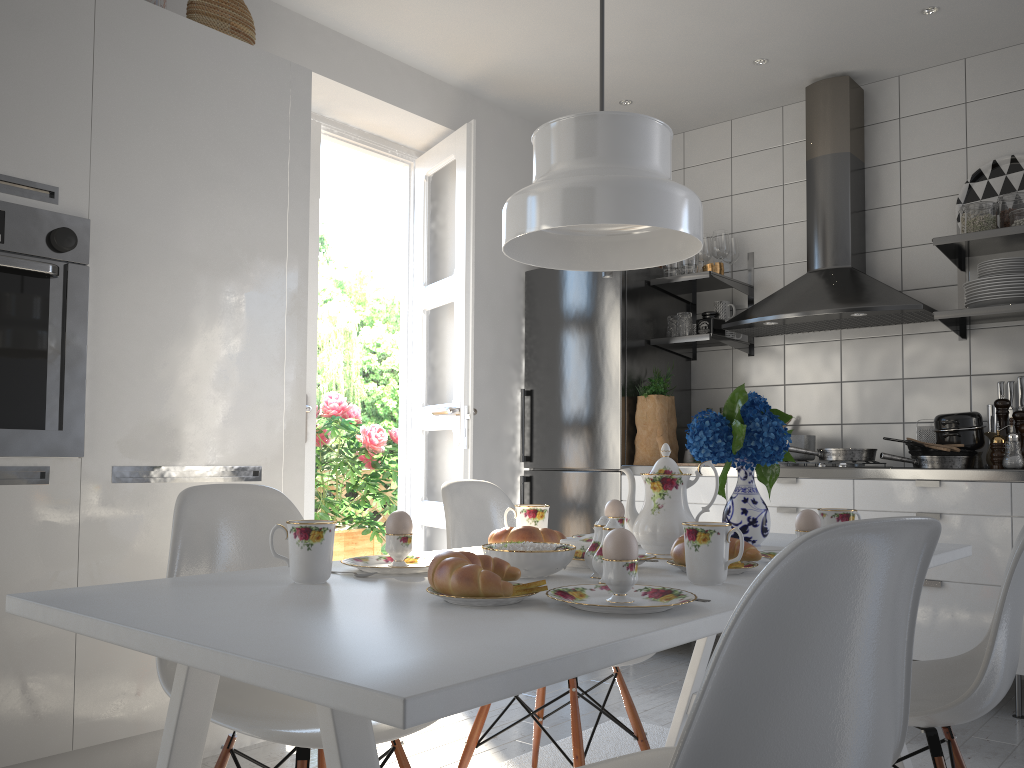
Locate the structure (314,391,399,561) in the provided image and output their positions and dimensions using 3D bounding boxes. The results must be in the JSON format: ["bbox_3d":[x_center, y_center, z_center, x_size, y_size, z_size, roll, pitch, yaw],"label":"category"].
[{"bbox_3d":[-1.175,0.687,5.554,1.263,1.277,1.177,-3,-5,41],"label":"structure"}]

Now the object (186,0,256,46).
[{"bbox_3d":[-0.873,-1.212,2.676,0.091,0.451,0.230,-2,-4,41],"label":"object"}]

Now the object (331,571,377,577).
[{"bbox_3d":[-0.274,0.312,1.471,0.140,0.011,0.032,-3,-6,37],"label":"object"}]

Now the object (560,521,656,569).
[{"bbox_3d":[0.158,0.292,1.620,0.187,0.083,0.140,-3,-6,40],"label":"object"}]

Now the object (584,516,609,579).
[{"bbox_3d":[0.153,0.270,1.470,0.069,0.102,0.065,-2,-4,40],"label":"object"}]

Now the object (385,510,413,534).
[{"bbox_3d":[-0.198,0.254,1.558,0.048,0.063,0.048,-3,-5,44],"label":"object"}]

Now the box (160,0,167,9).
[{"bbox_3d":[-1.046,-1.083,2.559,0.081,0.110,0.081,3,-4,-35],"label":"box"}]

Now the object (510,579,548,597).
[{"bbox_3d":[-0.007,0.280,1.210,0.109,0.036,0.070,1,-4,-2],"label":"object"}]

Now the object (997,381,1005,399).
[{"bbox_3d":[1.969,0.046,3.565,0.028,0.114,0.019,-2,-3,36],"label":"object"}]

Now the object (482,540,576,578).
[{"bbox_3d":[0.028,0.292,1.483,0.158,0.058,0.158,-2,-5,30],"label":"object"}]

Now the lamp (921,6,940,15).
[{"bbox_3d":[1.587,-1.427,3.362,0.064,0.030,0.064,-2,-5,33],"label":"lamp"}]

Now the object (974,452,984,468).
[{"bbox_3d":[1.854,0.304,3.550,0.066,0.067,0.053,0,-4,1],"label":"object"}]

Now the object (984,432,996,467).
[{"bbox_3d":[1.923,0.259,3.468,0.115,0.144,0.128,1,-4,-11],"label":"object"}]

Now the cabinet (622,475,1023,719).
[{"bbox_3d":[1.934,0.749,3.191,3.241,0.793,0.663,-4,-5,40],"label":"cabinet"}]

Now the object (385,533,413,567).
[{"bbox_3d":[-0.199,0.291,1.556,0.048,0.057,0.048,1,-4,-9],"label":"object"}]

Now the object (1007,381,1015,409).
[{"bbox_3d":[1.995,0.045,3.543,0.028,0.114,0.019,-2,-3,36],"label":"object"}]

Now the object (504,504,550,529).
[{"bbox_3d":[0.040,0.313,1.935,0.078,0.095,0.091,-2,-5,39],"label":"object"}]

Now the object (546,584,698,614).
[{"bbox_3d":[0.145,0.288,1.181,0.201,0.016,0.201,4,-6,-35],"label":"object"}]

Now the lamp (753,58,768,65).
[{"bbox_3d":[1.066,-1.393,3.803,0.064,0.030,0.064,-2,-5,33],"label":"lamp"}]

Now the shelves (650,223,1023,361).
[{"bbox_3d":[1.753,-0.453,3.569,2.542,0.511,0.427,-4,-5,40],"label":"shelves"}]

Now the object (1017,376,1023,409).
[{"bbox_3d":[2.025,0.034,3.517,0.033,0.132,0.022,-2,-4,45],"label":"object"}]

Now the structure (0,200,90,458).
[{"bbox_3d":[-1.338,-0.128,2.150,0.322,0.608,0.728,-2,-5,40],"label":"structure"}]

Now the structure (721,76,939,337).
[{"bbox_3d":[1.368,-0.805,3.884,0.869,1.090,0.473,-3,-4,40],"label":"structure"}]

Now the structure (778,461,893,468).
[{"bbox_3d":[1.296,0.338,3.753,0.467,0.029,0.491,-4,-6,40],"label":"structure"}]

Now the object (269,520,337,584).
[{"bbox_3d":[-0.320,0.263,1.388,0.091,0.095,0.078,-1,-4,27],"label":"object"}]

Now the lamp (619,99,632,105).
[{"bbox_3d":[0.544,-1.359,4.244,0.064,0.030,0.064,-2,-5,33],"label":"lamp"}]

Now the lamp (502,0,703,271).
[{"bbox_3d":[0.173,-0.911,1.696,0.373,1.320,0.374,1,-3,-18],"label":"lamp"}]

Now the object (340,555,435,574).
[{"bbox_3d":[-0.199,0.318,1.556,0.201,0.016,0.201,1,-5,-5],"label":"object"}]

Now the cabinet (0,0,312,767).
[{"bbox_3d":[-1.286,0.007,2.421,0.513,2.092,1.379,-2,-4,40],"label":"cabinet"}]

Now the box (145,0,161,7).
[{"bbox_3d":[-1.027,-1.091,2.473,0.081,0.110,0.081,3,-4,-35],"label":"box"}]

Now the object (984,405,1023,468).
[{"bbox_3d":[2.039,0.208,3.496,0.322,0.260,0.067,-3,-4,40],"label":"object"}]

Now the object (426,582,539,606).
[{"bbox_3d":[-0.039,0.290,1.219,0.158,0.016,0.158,0,-5,10],"label":"object"}]

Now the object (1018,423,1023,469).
[{"bbox_3d":[1.908,0.223,3.280,0.058,0.184,0.058,2,-3,-21],"label":"object"}]

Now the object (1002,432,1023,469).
[{"bbox_3d":[1.838,0.245,3.250,0.069,0.135,0.069,-1,-3,20],"label":"object"}]

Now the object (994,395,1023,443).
[{"bbox_3d":[1.901,0.182,3.370,0.061,0.282,0.123,3,-4,-45],"label":"object"}]

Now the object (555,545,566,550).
[{"bbox_3d":[0.067,0.271,1.441,0.031,0.032,0.138,1,-5,-5],"label":"object"}]

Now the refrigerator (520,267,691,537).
[{"bbox_3d":[0.469,0.342,4.433,0.577,1.797,0.695,-2,-4,40],"label":"refrigerator"}]

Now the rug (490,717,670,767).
[{"bbox_3d":[0.158,0.995,1.607,1.427,0.004,2.313,-4,-6,40],"label":"rug"}]

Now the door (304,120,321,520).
[{"bbox_3d":[-1.053,-0.005,3.614,0.156,2.322,0.603,-2,-4,40],"label":"door"}]

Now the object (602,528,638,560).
[{"bbox_3d":[0.145,0.224,1.184,0.048,0.063,0.048,-3,-5,44],"label":"object"}]

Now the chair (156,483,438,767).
[{"bbox_3d":[-0.394,0.593,1.654,0.543,0.799,0.465,-2,-4,39],"label":"chair"}]

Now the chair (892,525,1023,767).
[{"bbox_3d":[0.729,0.601,1.655,0.542,0.799,0.466,-2,-4,29],"label":"chair"}]

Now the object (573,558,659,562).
[{"bbox_3d":[0.165,0.306,1.547,0.180,0.001,0.022,-1,-5,14],"label":"object"}]

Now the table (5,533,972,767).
[{"bbox_3d":[0.190,0.667,1.656,0.814,0.659,1.828,-3,-6,40],"label":"table"}]

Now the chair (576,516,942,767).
[{"bbox_3d":[0.221,0.547,1.066,0.465,0.799,0.543,3,-4,-36],"label":"chair"}]

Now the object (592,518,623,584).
[{"bbox_3d":[0.160,0.264,1.403,0.069,0.102,0.065,-2,-4,40],"label":"object"}]

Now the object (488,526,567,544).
[{"bbox_3d":[0.030,0.307,1.754,0.161,0.057,0.124,0,-5,5],"label":"object"}]

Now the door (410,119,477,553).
[{"bbox_3d":[-0.329,0.037,4.029,0.156,2.322,0.603,2,-3,-30],"label":"door"}]

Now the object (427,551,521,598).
[{"bbox_3d":[-0.054,0.261,1.230,0.124,0.057,0.161,0,-5,5],"label":"object"}]

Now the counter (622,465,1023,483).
[{"bbox_3d":[1.942,0.332,3.215,3.242,0.045,0.651,-4,-6,40],"label":"counter"}]

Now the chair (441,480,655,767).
[{"bbox_3d":[0.083,0.645,2.219,0.542,0.799,0.465,-2,-4,34],"label":"chair"}]
